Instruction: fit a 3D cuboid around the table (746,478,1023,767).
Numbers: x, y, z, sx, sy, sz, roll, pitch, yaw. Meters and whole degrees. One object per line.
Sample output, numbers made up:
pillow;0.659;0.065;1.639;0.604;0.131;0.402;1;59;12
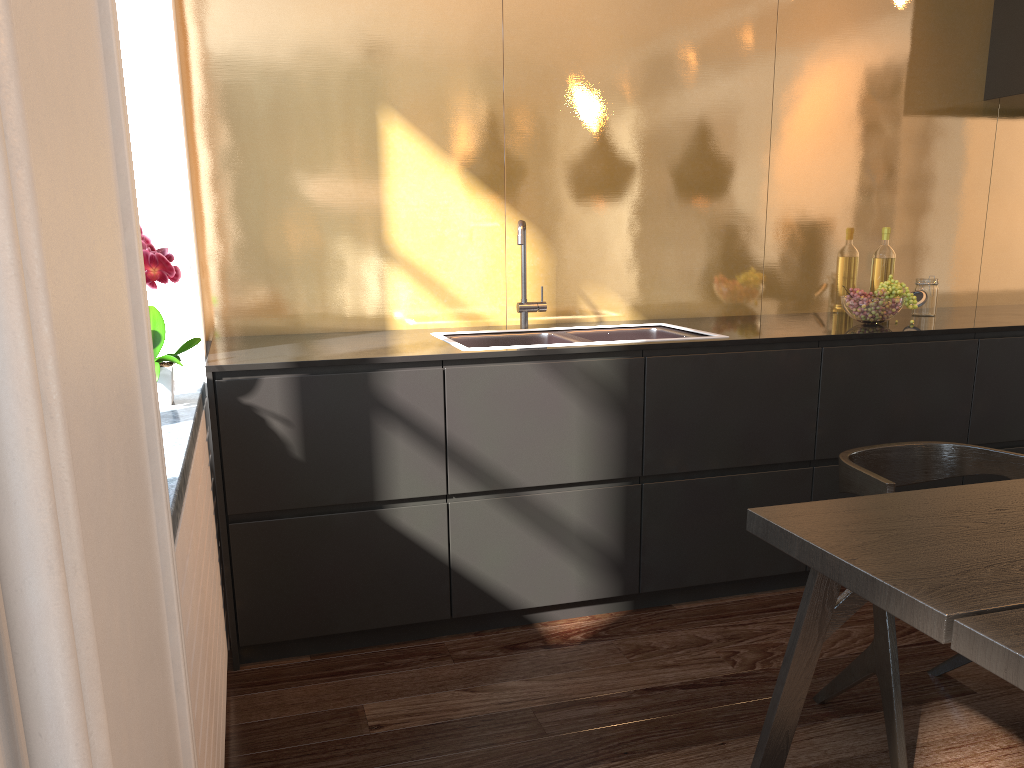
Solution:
table;1.828;0.597;1.692;2.496;0.690;1.091;-4;11;-16

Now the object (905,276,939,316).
object;1.608;-0.344;3.459;0.175;0.154;0.087;-10;15;-38

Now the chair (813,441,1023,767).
chair;1.069;0.528;2.177;0.592;0.682;0.512;-5;13;-20

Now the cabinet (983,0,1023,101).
cabinet;2.949;-1.707;3.567;1.952;1.068;0.524;-4;13;-16

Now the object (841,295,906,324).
object;1.297;-0.266;3.187;0.218;0.098;0.216;5;12;30

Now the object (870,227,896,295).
object;1.496;-0.458;3.567;0.091;0.345;0.091;10;17;39

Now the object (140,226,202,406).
object;-0.837;-0.156;2.108;0.228;0.444;0.402;-11;16;-39

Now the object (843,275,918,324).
object;1.312;-0.303;3.168;0.238;0.176;0.176;-7;13;-31

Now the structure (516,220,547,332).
structure;0.071;-0.363;3.035;0.109;0.392;0.261;-1;12;-1

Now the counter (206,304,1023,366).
counter;1.508;-0.250;3.378;5.053;0.002;0.722;-3;10;-16

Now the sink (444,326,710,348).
sink;1.394;-0.258;3.297;3.408;0.248;0.475;-4;11;-17

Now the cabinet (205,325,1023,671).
cabinet;1.513;0.194;3.484;5.055;0.915;0.722;-3;12;-16
